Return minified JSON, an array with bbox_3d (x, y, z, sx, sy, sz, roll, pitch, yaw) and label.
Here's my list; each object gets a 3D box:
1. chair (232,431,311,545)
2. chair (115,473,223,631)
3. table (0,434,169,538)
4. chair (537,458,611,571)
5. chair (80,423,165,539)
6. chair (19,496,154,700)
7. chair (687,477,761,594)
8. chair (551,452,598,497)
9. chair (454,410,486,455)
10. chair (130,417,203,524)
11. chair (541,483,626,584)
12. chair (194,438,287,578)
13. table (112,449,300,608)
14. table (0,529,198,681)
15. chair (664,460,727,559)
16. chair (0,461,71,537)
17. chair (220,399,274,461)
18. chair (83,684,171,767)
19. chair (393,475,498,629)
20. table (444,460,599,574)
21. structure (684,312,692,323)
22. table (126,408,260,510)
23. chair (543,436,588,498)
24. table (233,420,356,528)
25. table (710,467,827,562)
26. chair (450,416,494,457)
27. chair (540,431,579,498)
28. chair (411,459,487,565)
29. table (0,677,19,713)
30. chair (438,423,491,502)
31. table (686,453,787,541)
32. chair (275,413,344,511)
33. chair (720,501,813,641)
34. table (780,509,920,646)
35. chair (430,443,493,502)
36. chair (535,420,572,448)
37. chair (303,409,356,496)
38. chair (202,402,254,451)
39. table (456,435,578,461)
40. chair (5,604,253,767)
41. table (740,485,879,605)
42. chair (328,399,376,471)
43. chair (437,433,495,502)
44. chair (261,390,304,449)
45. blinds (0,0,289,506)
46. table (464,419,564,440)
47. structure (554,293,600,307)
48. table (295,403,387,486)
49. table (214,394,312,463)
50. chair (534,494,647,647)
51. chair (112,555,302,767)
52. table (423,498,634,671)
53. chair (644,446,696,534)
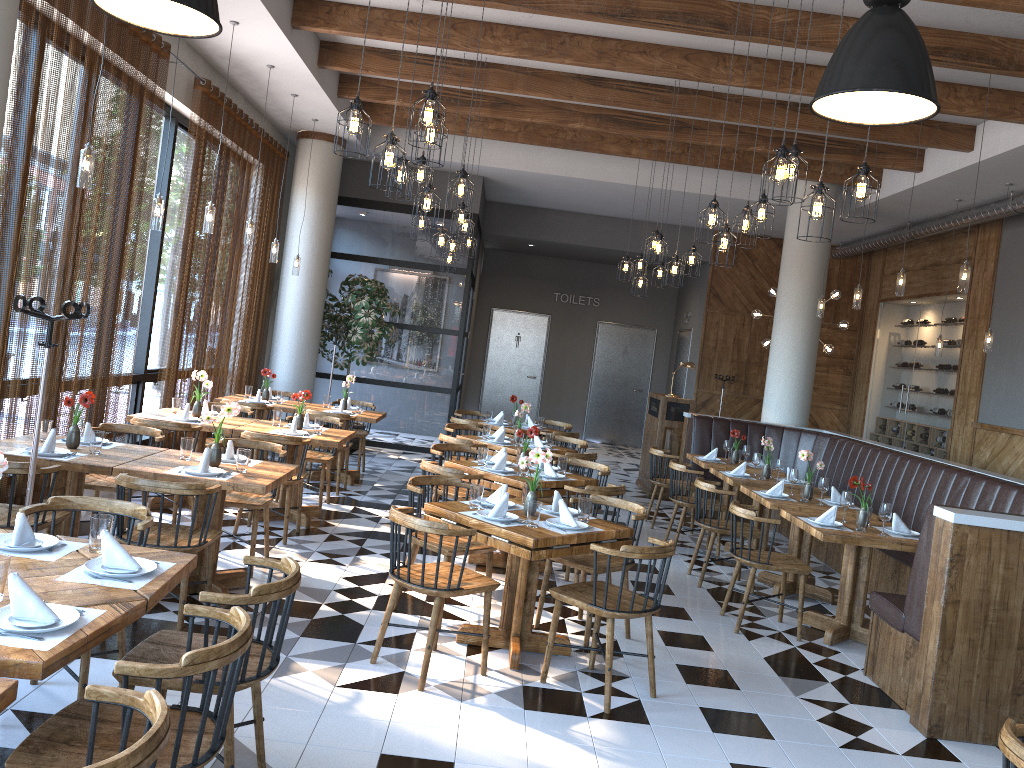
[{"bbox_3d":[-1.860,0.774,6.878,0.519,0.817,0.550,7,1,-1],"label":"chair"},{"bbox_3d":[-1.832,0.875,4.676,0.519,0.817,0.550,7,1,-1],"label":"chair"},{"bbox_3d":[-2.686,0.765,5.315,0.850,0.764,0.851,7,1,-1],"label":"table"},{"bbox_3d":[0.476,1.051,7.276,0.521,0.817,0.548,8,1,44],"label":"chair"},{"bbox_3d":[-2.685,0.710,5.970,0.519,0.817,0.550,7,1,-1],"label":"chair"},{"bbox_3d":[-1.821,0.922,3.638,0.519,0.817,0.550,7,1,-1],"label":"chair"},{"bbox_3d":[1.714,1.212,7.180,0.549,0.817,0.520,7,1,-1],"label":"chair"},{"bbox_3d":[0.463,1.008,8.224,0.551,0.817,0.518,8,1,44],"label":"chair"},{"bbox_3d":[-0.477,0.765,11.015,0.551,0.817,0.518,8,1,44],"label":"chair"},{"bbox_3d":[-2.697,0.668,6.867,0.519,0.817,0.550,7,1,-1],"label":"chair"},{"bbox_3d":[0.487,1.093,6.364,0.551,0.817,0.518,8,1,44],"label":"chair"},{"bbox_3d":[-1.848,0.815,5.982,0.519,0.817,0.550,7,1,-1],"label":"chair"},{"bbox_3d":[-1.836,0.872,5.326,0.850,0.764,0.851,7,1,-1],"label":"table"},{"bbox_3d":[-1.810,0.987,2.816,1.216,0.763,1.215,7,2,3],"label":"table"},{"bbox_3d":[1.700,1.161,8.282,0.549,0.817,0.520,7,1,-1],"label":"chair"},{"bbox_3d":[-2.669,0.770,4.665,0.519,0.817,0.550,7,1,-1],"label":"chair"},{"bbox_3d":[-2.725,0.569,9.022,0.519,0.817,0.550,7,1,-1],"label":"chair"},{"bbox_3d":[-1.057,1.099,1.847,0.549,0.817,0.520,7,1,-1],"label":"chair"},{"bbox_3d":[-0.406,1.020,5.465,0.551,0.817,0.518,8,1,44],"label":"chair"},{"bbox_3d":[0.029,1.042,6.823,0.867,0.764,0.862,9,2,44],"label":"table"},{"bbox_3d":[3.225,-1.212,16.279,0.025,0.197,0.566,7,2,-1],"label":"structure"},{"bbox_3d":[-2.714,0.664,7.517,0.850,0.764,0.851,7,1,-1],"label":"table"},{"bbox_3d":[0.452,0.966,9.136,0.521,0.817,0.548,8,1,44],"label":"chair"},{"bbox_3d":[-1.864,0.771,7.528,0.850,0.764,0.851,7,1,-1],"label":"table"},{"bbox_3d":[2.324,1.267,8.284,0.850,0.764,0.851,7,1,-1],"label":"table"},{"bbox_3d":[-0.465,0.807,10.103,0.521,0.817,0.548,8,1,44],"label":"chair"},{"bbox_3d":[0.439,0.921,10.115,0.551,0.817,0.518,8,1,44],"label":"chair"},{"bbox_3d":[-0.417,0.979,6.353,0.521,0.817,0.548,8,1,44],"label":"chair"},{"bbox_3d":[-1.794,1.045,1.555,1.216,0.763,1.215,7,2,3],"label":"table"},{"bbox_3d":[-0.452,0.852,9.124,0.551,0.817,0.518,8,1,44],"label":"chair"},{"bbox_3d":[2.310,1.216,9.388,0.850,0.764,0.851,7,1,-1],"label":"table"},{"bbox_3d":[-1.876,0.714,8.183,0.519,0.817,0.550,7,1,-1],"label":"chair"},{"bbox_3d":[1.728,1.263,6.078,0.549,0.817,0.520,7,1,-1],"label":"chair"},{"bbox_3d":[2.353,1.368,6.091,0.850,0.764,0.851,7,1,-1],"label":"table"},{"bbox_3d":[-0.429,0.937,7.264,0.551,0.817,0.518,8,1,44],"label":"chair"},{"bbox_3d":[0.419,0.877,11.048,0.521,0.817,0.548,8,1,44],"label":"chair"},{"bbox_3d":[-1.888,0.674,9.033,0.519,0.817,0.550,7,1,-1],"label":"chair"},{"bbox_3d":[-2.714,0.608,8.172,0.519,0.817,0.550,7,1,-1],"label":"chair"},{"bbox_3d":[0.006,0.956,8.682,0.867,0.764,0.862,9,2,44],"label":"table"},{"bbox_3d":[-1.066,1.069,2.498,0.549,0.817,0.520,7,1,-1],"label":"chair"},{"bbox_3d":[2.338,1.317,7.194,0.850,0.764,0.851,7,1,-1],"label":"table"},{"bbox_3d":[-1.904,0.614,10.339,0.519,0.817,0.550,7,1,-1],"label":"chair"},{"bbox_3d":[-0.441,0.894,8.212,0.521,0.817,0.548,8,1,44],"label":"chair"},{"bbox_3d":[-2.741,0.509,10.328,0.519,0.817,0.550,7,1,-1],"label":"chair"},{"bbox_3d":[-3.084,-1.039,7.750,0.160,3.579,7.272,7,2,-1],"label":"blinds"},{"bbox_3d":[-0.018,0.870,10.562,0.867,0.764,0.862,9,2,44],"label":"table"},{"bbox_3d":[1.274,-1.662,17.491,0.915,0.166,0.035,7,0,-1],"label":"structure"},{"bbox_3d":[-1.892,0.672,9.684,0.850,0.764,0.851,7,1,-1],"label":"table"},{"bbox_3d":[-2.741,0.565,9.672,0.850,0.764,0.851,7,1,-1],"label":"table"},{"bbox_3d":[0.499,1.134,5.476,0.521,0.817,0.548,8,1,44],"label":"chair"},{"bbox_3d":[-1.074,1.040,3.128,0.549,0.817,0.520,7,1,-1],"label":"chair"},{"bbox_3d":[0.052,1.125,5.023,0.867,0.764,0.862,9,2,44],"label":"table"},{"bbox_3d":[1.686,1.111,9.384,0.549,0.817,0.520,7,1,-1],"label":"chair"}]
